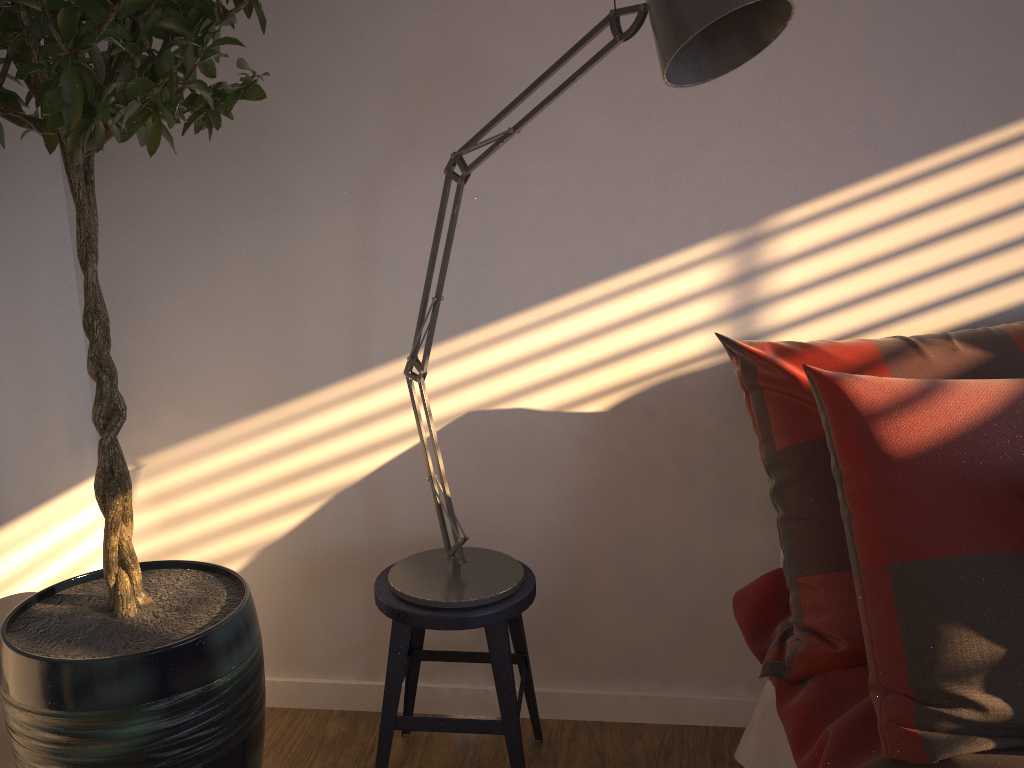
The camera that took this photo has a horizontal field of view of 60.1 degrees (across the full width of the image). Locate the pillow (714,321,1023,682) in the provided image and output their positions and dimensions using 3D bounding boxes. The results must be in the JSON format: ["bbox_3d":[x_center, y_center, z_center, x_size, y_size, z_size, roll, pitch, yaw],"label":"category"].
[{"bbox_3d":[1.450,0.302,1.308,2.142,0.743,1.130,0,12,3],"label":"pillow"}]

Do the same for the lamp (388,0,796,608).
[{"bbox_3d":[0.057,-0.115,1.517,0.277,1.142,0.783,-14,19,-43],"label":"lamp"}]

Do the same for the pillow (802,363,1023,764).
[{"bbox_3d":[1.373,0.267,1.341,1.814,0.559,0.521,1,13,6],"label":"pillow"}]

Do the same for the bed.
[{"bbox_3d":[1.389,0.705,0.791,2.036,0.780,2.285,1,12,5],"label":"bed"}]

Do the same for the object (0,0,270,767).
[{"bbox_3d":[-0.720,-0.052,1.434,0.812,2.046,0.791,2,14,8],"label":"object"}]

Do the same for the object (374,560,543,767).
[{"bbox_3d":[-0.112,0.640,1.890,0.338,0.486,0.337,1,14,5],"label":"object"}]
